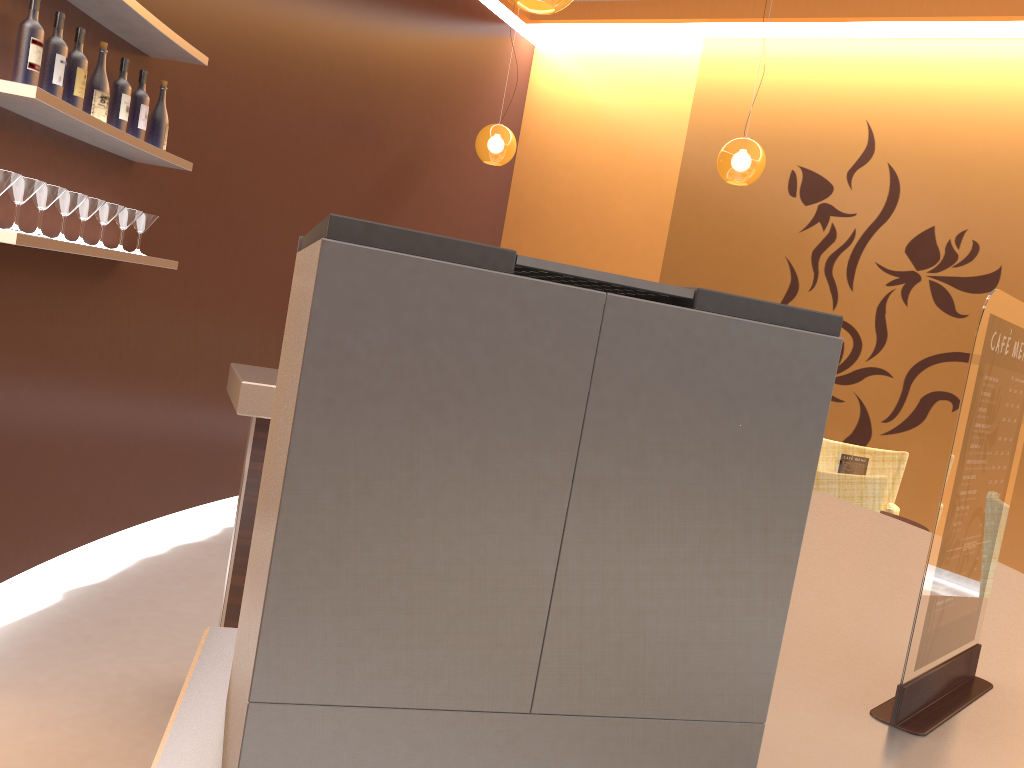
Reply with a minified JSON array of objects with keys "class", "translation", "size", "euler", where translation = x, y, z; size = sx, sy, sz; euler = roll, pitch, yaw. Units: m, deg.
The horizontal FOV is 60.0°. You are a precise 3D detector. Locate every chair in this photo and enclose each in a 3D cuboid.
[{"class":"chair","translation":[2.111,0.877,5.774],"size":[0.729,1.017,0.685],"euler":[11,4,16]},{"class":"chair","translation":[1.425,0.859,4.329],"size":[0.685,1.017,0.729],"euler":[6,6,-45]}]

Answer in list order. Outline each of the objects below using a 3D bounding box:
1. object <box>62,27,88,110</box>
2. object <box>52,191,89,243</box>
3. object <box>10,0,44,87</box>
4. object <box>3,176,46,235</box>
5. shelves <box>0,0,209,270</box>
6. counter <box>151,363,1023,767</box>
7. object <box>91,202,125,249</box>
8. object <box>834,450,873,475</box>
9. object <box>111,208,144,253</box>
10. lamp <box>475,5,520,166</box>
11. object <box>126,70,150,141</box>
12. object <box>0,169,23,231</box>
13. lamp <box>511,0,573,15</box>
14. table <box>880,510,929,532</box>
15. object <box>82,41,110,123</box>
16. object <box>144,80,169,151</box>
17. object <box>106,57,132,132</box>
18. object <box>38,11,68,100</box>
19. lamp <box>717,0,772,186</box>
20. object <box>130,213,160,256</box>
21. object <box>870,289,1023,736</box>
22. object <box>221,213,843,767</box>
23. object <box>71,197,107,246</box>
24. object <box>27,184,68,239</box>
[{"class":"object","translation":[-1.481,-1.055,3.005],"size":[0.073,0.297,0.073],"euler":[12,4,26]},{"class":"object","translation":[-1.569,-0.587,3.108],"size":[0.137,0.174,0.137],"euler":[10,4,3]},{"class":"object","translation":[-1.458,-1.028,2.680],"size":[0.073,0.297,0.073],"euler":[8,4,-24]},{"class":"object","translation":[-1.559,-0.565,2.800],"size":[0.137,0.174,0.137],"euler":[10,4,-7]},{"class":"shelves","translation":[-1.091,-0.724,1.487],"size":[0.586,0.902,4.744],"euler":[9,4,-15]},{"class":"counter","translation":[0.086,0.751,1.930],"size":[1.586,1.100,2.917],"euler":[9,4,-17]},{"class":"object","translation":[-1.571,-0.609,3.408],"size":[0.137,0.174,0.137],"euler":[10,4,3]},{"class":"object","translation":[1.082,0.375,5.439],"size":[2.090,0.335,0.187],"euler":[12,4,24]},{"class":"object","translation":[-1.565,-0.619,3.565],"size":[0.137,0.174,0.137],"euler":[7,5,-37]},{"class":"lamp","translation":[-0.010,-2.330,6.361],"size":[0.299,1.500,0.299],"euler":[12,5,28]},{"class":"object","translation":[-1.477,-1.090,3.508],"size":[0.073,0.297,0.073],"euler":[8,4,-24]},{"class":"object","translation":[-1.550,-0.552,2.646],"size":[0.137,0.174,0.137],"euler":[10,4,-7]},{"class":"lamp","translation":[0.213,-2.055,3.051],"size":[0.299,1.500,0.299],"euler":[6,6,-44]},{"class":"table","translation":[1.822,1.051,5.032],"size":[0.872,0.679,0.874],"euler":[8,5,-30]},{"class":"object","translation":[-1.489,-1.075,3.191],"size":[0.086,0.303,0.086],"euler":[11,4,12]},{"class":"object","translation":[-1.466,-1.106,3.683],"size":[0.086,0.303,0.086],"euler":[14,5,42]},{"class":"object","translation":[-1.481,-1.080,3.350],"size":[0.073,0.297,0.073],"euler":[8,4,-24]},{"class":"object","translation":[-1.471,-1.043,2.850],"size":[0.073,0.297,0.073],"euler":[8,4,-24]},{"class":"lamp","translation":[1.543,-1.996,5.514],"size":[0.299,1.500,0.299],"euler":[9,4,-19]},{"class":"object","translation":[-1.560,-0.629,3.720],"size":[0.137,0.174,0.137],"euler":[10,4,3]},{"class":"object","translation":[0.473,0.122,0.900],"size":[0.052,0.414,0.258],"euler":[14,5,42]},{"class":"object","translation":[-0.033,0.090,0.612],"size":[0.270,0.340,0.373],"euler":[9,4,-17]},{"class":"object","translation":[-1.574,-0.598,3.255],"size":[0.137,0.174,0.137],"euler":[10,4,3]},{"class":"object","translation":[-1.568,-0.577,2.955],"size":[0.137,0.174,0.137],"euler":[10,4,3]}]
